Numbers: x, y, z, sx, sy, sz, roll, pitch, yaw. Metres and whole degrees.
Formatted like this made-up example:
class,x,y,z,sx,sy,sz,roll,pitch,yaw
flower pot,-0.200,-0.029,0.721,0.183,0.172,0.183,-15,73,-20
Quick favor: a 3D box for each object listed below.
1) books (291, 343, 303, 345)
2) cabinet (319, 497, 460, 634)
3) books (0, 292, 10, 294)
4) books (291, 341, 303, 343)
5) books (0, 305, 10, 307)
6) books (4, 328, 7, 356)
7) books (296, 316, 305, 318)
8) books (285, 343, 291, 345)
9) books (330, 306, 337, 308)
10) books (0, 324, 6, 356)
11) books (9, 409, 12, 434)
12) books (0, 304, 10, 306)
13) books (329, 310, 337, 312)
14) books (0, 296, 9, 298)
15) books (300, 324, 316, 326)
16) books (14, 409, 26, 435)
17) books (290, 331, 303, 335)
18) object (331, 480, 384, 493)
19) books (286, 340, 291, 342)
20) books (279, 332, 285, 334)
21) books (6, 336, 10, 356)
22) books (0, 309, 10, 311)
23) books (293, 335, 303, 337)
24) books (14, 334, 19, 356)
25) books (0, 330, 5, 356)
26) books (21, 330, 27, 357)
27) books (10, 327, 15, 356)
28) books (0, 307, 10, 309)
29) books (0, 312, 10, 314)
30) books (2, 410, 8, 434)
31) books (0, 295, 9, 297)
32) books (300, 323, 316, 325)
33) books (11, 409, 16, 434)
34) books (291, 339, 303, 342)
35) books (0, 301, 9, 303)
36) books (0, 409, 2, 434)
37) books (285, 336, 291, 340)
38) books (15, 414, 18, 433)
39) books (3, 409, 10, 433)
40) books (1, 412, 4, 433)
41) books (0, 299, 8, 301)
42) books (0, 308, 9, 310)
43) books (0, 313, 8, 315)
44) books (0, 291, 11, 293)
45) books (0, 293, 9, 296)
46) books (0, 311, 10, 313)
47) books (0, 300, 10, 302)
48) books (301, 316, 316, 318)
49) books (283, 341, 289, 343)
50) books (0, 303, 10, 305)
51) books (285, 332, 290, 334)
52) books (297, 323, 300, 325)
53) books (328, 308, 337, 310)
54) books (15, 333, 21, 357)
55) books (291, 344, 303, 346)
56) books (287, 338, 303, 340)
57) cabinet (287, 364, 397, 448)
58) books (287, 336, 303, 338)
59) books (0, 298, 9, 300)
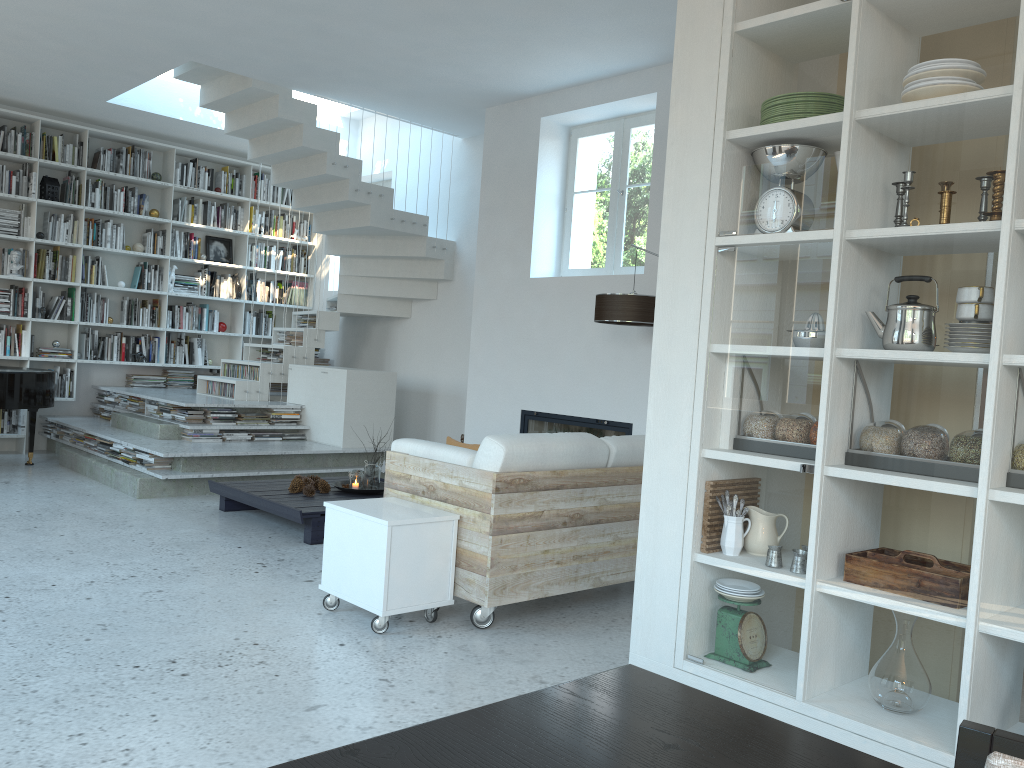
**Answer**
class,x,y,z,sx,sy,sz,roll,pitch,yaw
books,-2.055,-0.391,8.693,0.215,0.013,0.189,4,1,-11
cabinet,-0.553,0.792,3.929,0.380,0.487,0.502,2,3,-43
books,-4.807,-0.847,8.183,0.285,0.012,0.159,3,2,-41
books,-2.054,-0.409,8.690,0.222,0.011,0.180,4,1,-12
books,-4.816,-0.726,8.189,0.285,0.012,0.159,3,2,-42
books,-4.752,-0.395,8.288,0.014,0.256,0.145,2,3,-43
books,-2.132,-0.694,9.253,0.190,0.015,0.230,3,2,-29
books,-2.186,-0.402,8.937,0.184,0.016,0.128,3,2,-36
books,-1.840,-0.815,9.516,0.150,0.017,0.288,3,2,-28
books,-4.756,-0.414,8.272,0.014,0.294,0.137,2,3,-43
books,-4.739,0.330,8.349,0.013,0.256,0.176,2,3,-43
books,-4.814,-0.738,8.187,0.285,0.012,0.159,3,2,-41
books,-1.851,-0.775,9.512,0.182,0.011,0.253,3,2,-36
books,-4.806,-0.810,8.181,0.160,0.012,0.254,5,2,43
books,-2.017,-0.593,8.984,0.182,0.013,0.287,3,2,-29
books,-4.640,0.330,8.356,0.038,0.269,0.277,2,3,-43
books,-2.047,-0.494,8.683,0.234,0.025,0.157,4,1,-6
object,-1.042,0.722,6.179,0.429,0.038,0.429,4,1,-3
books,-2.175,-0.429,8.925,0.139,0.013,0.155,3,2,-41
books,-2.288,-0.521,9.160,0.180,0.014,0.157,5,2,43
books,-4.724,-0.356,8.284,0.023,0.183,0.169,2,3,-43
books,-4.812,-0.690,8.183,0.285,0.012,0.159,3,2,-38
books,-2.050,-0.469,8.691,0.184,0.016,0.179,4,1,-15
books,-4.673,-0.369,8.332,0.042,0.212,0.169,2,3,-43
books,-4.763,-0.384,8.252,0.023,0.234,0.174,2,3,-43
books,-4.626,-0.383,8.368,0.033,0.246,0.176,2,3,-43
books,-4.704,-0.400,8.315,0.026,0.272,0.175,2,3,-43
books,-4.819,-0.714,8.191,0.285,0.012,0.159,3,2,-43
books,-4.814,-0.666,8.184,0.159,0.012,0.285,5,2,42
books,-4.772,0.354,8.317,0.022,0.205,0.191,2,3,-43
books,-4.807,-0.822,8.182,0.160,0.012,0.254,5,2,44
books,-2.017,-0.607,8.983,0.191,0.014,0.243,3,2,-30
books,-4.721,0.350,8.359,0.029,0.218,0.190,2,3,-43
books,-2.050,-0.422,8.676,0.214,0.014,0.138,3,2,-16
books,-4.808,-0.761,8.182,0.160,0.012,0.254,5,2,42
books,-4.800,0.326,8.288,0.011,0.258,0.171,2,3,-43
books,-2.155,-0.456,8.902,0.178,0.036,0.221,3,2,-38
books,-4.712,0.368,8.387,0.023,0.182,0.148,2,3,-43
books,-4.761,0.343,8.342,0.028,0.228,0.161,2,3,-43
books,-4.796,0.359,8.309,0.024,0.191,0.155,2,3,-43
books,-4.809,-0.785,8.184,0.254,0.012,0.160,3,2,-40
books,-4.812,-0.702,8.183,0.160,0.012,0.254,5,2,42
books,-4.820,-0.654,8.190,0.254,0.012,0.160,3,2,-41
books,-4.801,-0.858,8.177,0.159,0.012,0.285,5,2,42
books,-4.804,-0.834,8.180,0.160,0.012,0.254,5,2,43
books,-4.820,-0.679,8.191,0.285,0.012,0.159,2,2,-44
books,-4.806,-0.773,8.181,0.285,0.012,0.159,3,2,-38
books,-2.009,-0.670,8.982,0.191,0.013,0.243,3,2,-32
books,-2.166,-0.415,8.914,0.200,0.014,0.177,3,2,-39
books,-4.808,-0.749,8.181,0.285,0.012,0.159,3,2,-38
books,-2.161,-0.507,8.911,0.166,0.017,0.190,3,2,-40
books,-2.133,-0.619,9.258,0.166,0.018,0.264,3,2,-24
books,-1.849,-0.795,9.512,0.169,0.010,0.282,3,2,-28
books,-4.654,-0.370,8.350,0.011,0.216,0.166,2,3,-43
books,-2.057,-0.378,8.699,0.206,0.012,0.183,3,2,-16
books,-2.050,-0.432,8.676,0.295,0.006,0.146,4,1,-9
cabinet,-1.580,0.188,8.065,0.551,0.668,0.992,2,2,-43
books,-2.048,-0.457,8.675,0.295,0.007,0.146,4,1,-9
books,-4.808,-0.798,8.183,0.160,0.012,0.254,5,2,44
